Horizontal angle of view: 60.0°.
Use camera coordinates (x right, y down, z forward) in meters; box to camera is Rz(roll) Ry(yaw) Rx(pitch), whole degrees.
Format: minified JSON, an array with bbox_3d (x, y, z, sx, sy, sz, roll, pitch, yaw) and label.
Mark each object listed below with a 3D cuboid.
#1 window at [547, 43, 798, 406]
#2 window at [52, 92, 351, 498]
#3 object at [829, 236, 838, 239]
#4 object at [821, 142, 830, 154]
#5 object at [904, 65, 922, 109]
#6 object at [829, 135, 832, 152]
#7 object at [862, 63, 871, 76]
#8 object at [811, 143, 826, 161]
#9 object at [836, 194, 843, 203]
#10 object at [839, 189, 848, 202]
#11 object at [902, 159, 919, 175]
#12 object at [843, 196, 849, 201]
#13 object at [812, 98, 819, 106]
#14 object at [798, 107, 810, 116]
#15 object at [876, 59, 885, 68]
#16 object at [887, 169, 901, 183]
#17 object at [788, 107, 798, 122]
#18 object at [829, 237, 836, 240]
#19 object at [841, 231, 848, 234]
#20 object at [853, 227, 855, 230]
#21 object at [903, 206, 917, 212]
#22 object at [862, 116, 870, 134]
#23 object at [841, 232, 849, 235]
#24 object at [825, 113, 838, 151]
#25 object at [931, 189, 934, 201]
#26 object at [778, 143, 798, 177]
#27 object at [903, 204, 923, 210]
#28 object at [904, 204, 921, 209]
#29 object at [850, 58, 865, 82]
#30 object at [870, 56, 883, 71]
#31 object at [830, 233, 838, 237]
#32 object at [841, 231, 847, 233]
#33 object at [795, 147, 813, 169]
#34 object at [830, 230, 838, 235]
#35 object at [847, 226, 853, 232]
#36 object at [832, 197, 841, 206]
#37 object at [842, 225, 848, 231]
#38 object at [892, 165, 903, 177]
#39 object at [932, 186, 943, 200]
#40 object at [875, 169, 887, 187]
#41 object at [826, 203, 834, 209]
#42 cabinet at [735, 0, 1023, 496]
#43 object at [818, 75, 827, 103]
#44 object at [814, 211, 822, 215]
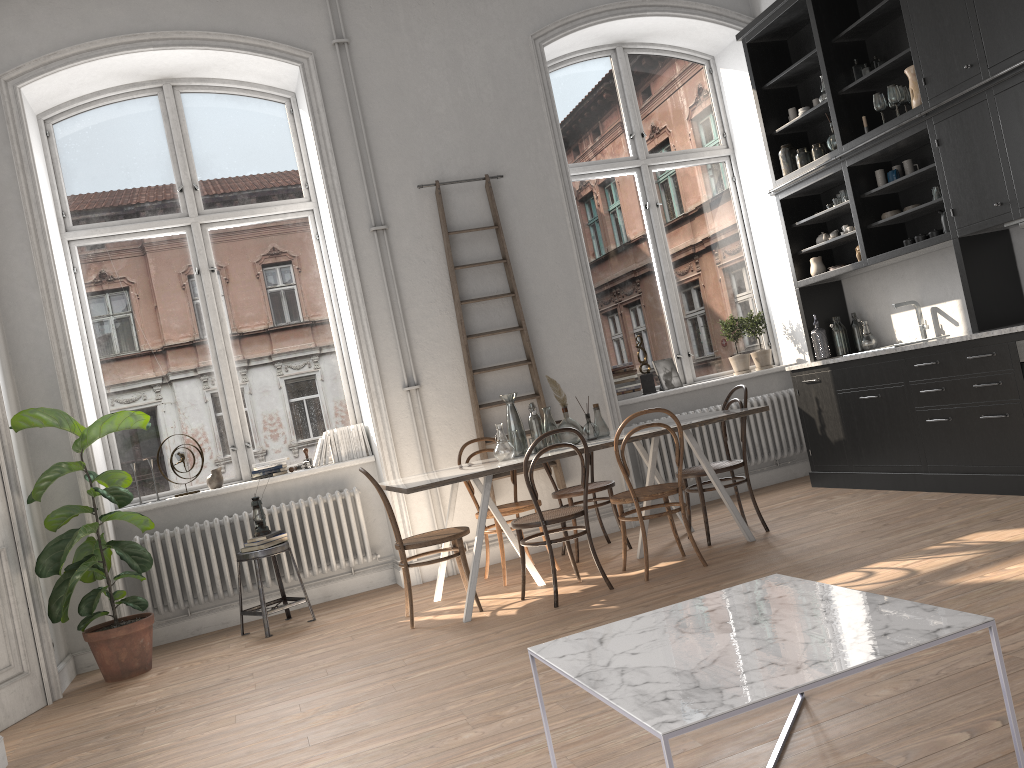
[{"bbox_3d":[5.309,-6.592,12.394,14.378,15.933,26.415,-11,-1,-18],"label":"window"},{"bbox_3d":[-2.215,-0.732,6.450,1.621,2.842,0.013,-11,-1,-18],"label":"window"},{"bbox_3d":[2.422,-1.096,6.656,0.085,0.017,0.085,-11,-2,-22],"label":"object"},{"bbox_3d":[2.363,-1.736,6.724,0.092,0.184,0.092,-13,-1,38],"label":"object"},{"bbox_3d":[2.522,-1.846,5.531,0.094,0.267,0.116,-12,-1,24],"label":"object"},{"bbox_3d":[2.394,-1.752,6.548,0.092,0.184,0.092,-12,-1,-3],"label":"object"},{"bbox_3d":[2.416,-2.122,6.039,0.053,0.125,0.041,-13,-1,39],"label":"object"},{"bbox_3d":[2.282,-1.709,6.603,0.096,0.150,0.097,-11,-1,-29],"label":"object"},{"bbox_3d":[2.446,-1.358,6.585,0.061,0.107,0.060,-13,-1,40],"label":"object"},{"bbox_3d":[2.420,-1.356,6.446,0.060,0.107,0.060,-12,-1,10],"label":"object"},{"bbox_3d":[2.678,-1.437,5.952,0.059,0.135,0.082,-11,-1,-35],"label":"object"},{"bbox_3d":[2.420,-1.327,6.376,0.072,0.047,0.071,-12,-1,20],"label":"object"},{"bbox_3d":[2.320,-2.092,6.713,0.059,0.135,0.082,-12,-1,5],"label":"object"},{"bbox_3d":[2.236,-2.053,6.762,0.096,0.095,0.096,-12,-1,16],"label":"object"},{"bbox_3d":[2.496,-2.139,5.998,0.044,0.121,0.058,-12,-1,9],"label":"object"},{"bbox_3d":[2.583,-1.394,6.000,0.082,0.093,0.140,-13,-2,37],"label":"object"},{"bbox_3d":[2.177,-2.058,6.858,0.059,0.135,0.082,-12,-1,10],"label":"object"},{"bbox_3d":[2.424,-1.089,6.653,0.085,0.015,0.085,-12,-1,-4],"label":"object"},{"bbox_3d":[2.458,-1.107,6.504,0.085,0.016,0.085,-12,-1,14],"label":"object"},{"bbox_3d":[2.506,-1.124,6.419,0.056,0.041,0.049,-11,-2,-45],"label":"object"},{"bbox_3d":[2.721,-1.172,6.005,0.132,0.038,0.132,-13,-2,30],"label":"object"},{"bbox_3d":[2.424,-1.759,6.070,0.123,0.161,0.123,-12,-1,-9],"label":"object"},{"bbox_3d":[2.459,-1.100,6.505,0.085,0.015,0.085,-11,-2,-31],"label":"object"},{"bbox_3d":[2.276,-1.823,6.279,0.134,0.357,0.134,-12,-1,27],"label":"object"},{"bbox_3d":[2.722,-1.210,5.697,0.058,0.094,0.058,-12,-1,22],"label":"object"},{"bbox_3d":[2.132,-1.718,6.814,0.118,0.238,0.118,-11,-1,-32],"label":"object"},{"bbox_3d":[2.719,-1.180,6.005,0.123,0.036,0.124,-11,-2,-30],"label":"object"},{"bbox_3d":[2.718,-1.188,6.005,0.113,0.036,0.112,-12,-2,25],"label":"object"},{"bbox_3d":[2.393,-2.154,6.128,0.084,0.199,0.065,-12,-1,4],"label":"object"},{"bbox_3d":[2.517,-2.169,6.103,0.065,0.177,0.084,-12,-1,4],"label":"object"},{"bbox_3d":[2.418,-1.109,6.655,0.058,0.033,0.056,-11,-2,-43],"label":"object"},{"bbox_3d":[2.456,-1.113,6.506,0.085,0.016,0.085,-12,-2,23],"label":"object"},{"bbox_3d":[2.201,-1.693,6.683,0.114,0.155,0.114,-12,-1,-14],"label":"object"},{"bbox_3d":[2.414,-1.129,6.655,0.055,0.047,0.058,-12,-1,-3],"label":"object"},{"bbox_3d":[2.455,-1.115,6.442,0.049,0.054,0.039,-12,-1,8],"label":"object"},{"bbox_3d":[2.391,-1.329,6.511,0.064,0.069,0.064,-12,-1,30],"label":"object"},{"bbox_3d":[2.451,-1.137,6.511,0.039,0.055,0.049,-12,-1,3],"label":"object"},{"bbox_3d":[2.643,-1.427,6.087,0.082,0.135,0.059,-12,-1,10],"label":"object"},{"bbox_3d":[2.699,-1.207,5.628,0.058,0.094,0.058,-12,-1,22],"label":"object"},{"bbox_3d":[2.549,-1.406,6.113,0.059,0.135,0.081,-13,-1,40],"label":"object"},{"bbox_3d":[2.374,-1.312,6.592,0.072,0.047,0.071,-12,-1,20],"label":"object"},{"bbox_3d":[2.701,-1.149,5.425,0.634,3.582,3.253,-11,-1,-18],"label":"cabinet"},{"bbox_3d":[2.284,-2.134,6.444,0.132,0.219,0.132,-11,-1,-43],"label":"object"},{"bbox_3d":[2.380,-1.306,6.881,0.072,0.047,0.071,-12,-1,20],"label":"object"}]
